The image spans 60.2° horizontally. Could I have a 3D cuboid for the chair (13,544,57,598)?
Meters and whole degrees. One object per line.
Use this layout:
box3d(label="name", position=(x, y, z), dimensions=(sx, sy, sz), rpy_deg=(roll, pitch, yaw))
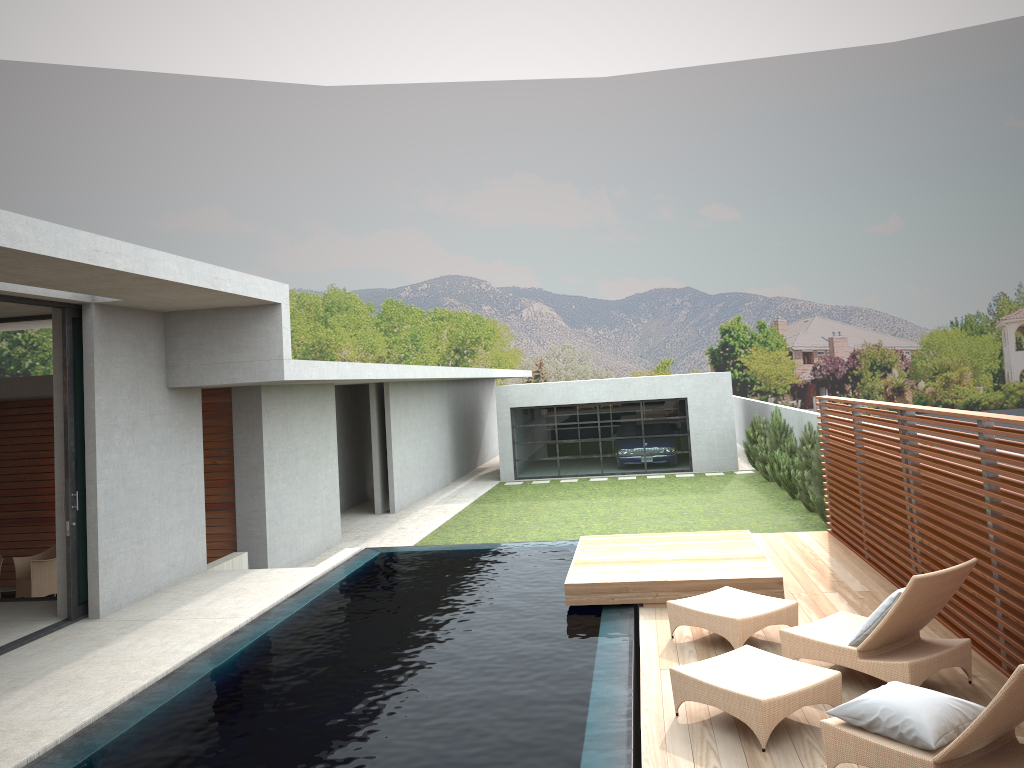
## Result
box3d(label="chair", position=(-6.546, 2.679, 12.384), dimensions=(0.614, 0.869, 0.629), rpy_deg=(-6, -4, 38))

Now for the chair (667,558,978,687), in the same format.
box3d(label="chair", position=(2.173, 1.610, 6.514), dimensions=(0.701, 0.832, 2.282), rpy_deg=(-2, -1, -33))

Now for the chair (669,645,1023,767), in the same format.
box3d(label="chair", position=(1.893, 1.631, 4.860), dimensions=(0.701, 0.832, 2.282), rpy_deg=(-2, -1, -32))

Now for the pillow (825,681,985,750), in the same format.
box3d(label="pillow", position=(2.045, 1.679, 4.554), dimensions=(0.596, 0.195, 0.590), rpy_deg=(-3, 0, -36))

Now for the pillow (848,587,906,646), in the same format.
box3d(label="pillow", position=(2.591, 1.515, 5.885), dimensions=(0.609, 0.430, 0.424), rpy_deg=(-2, -3, -34))

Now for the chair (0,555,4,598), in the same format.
box3d(label="chair", position=(-7.458, 2.735, 12.338), dimensions=(0.617, 0.869, 0.626), rpy_deg=(-1, -4, -37))
